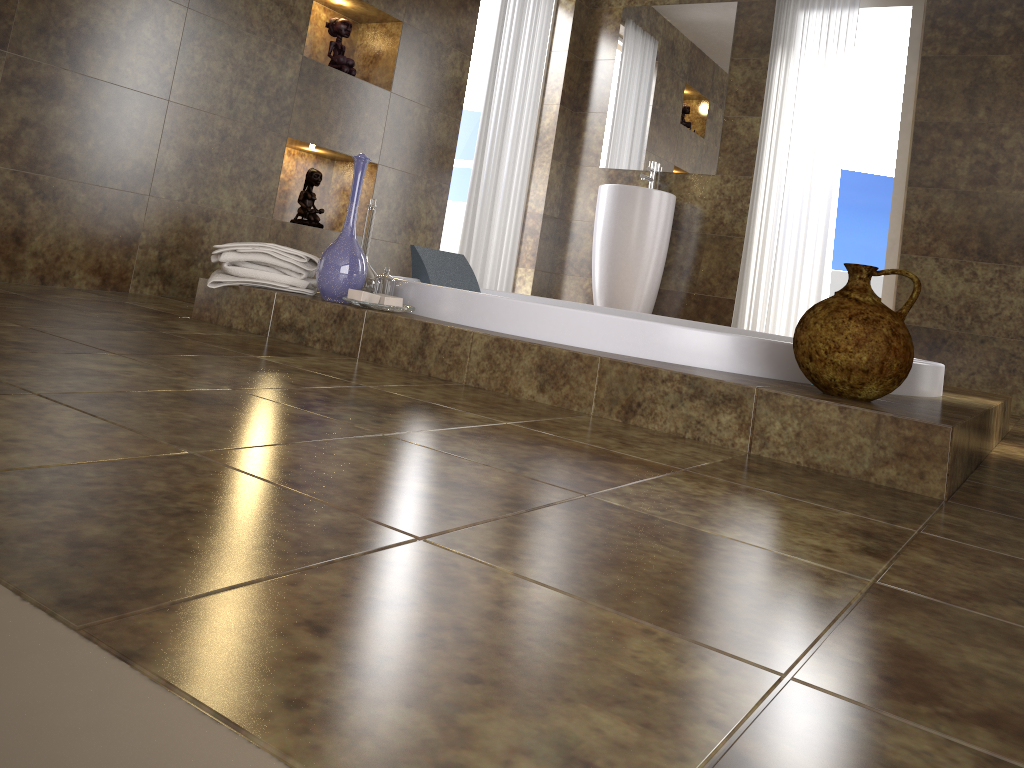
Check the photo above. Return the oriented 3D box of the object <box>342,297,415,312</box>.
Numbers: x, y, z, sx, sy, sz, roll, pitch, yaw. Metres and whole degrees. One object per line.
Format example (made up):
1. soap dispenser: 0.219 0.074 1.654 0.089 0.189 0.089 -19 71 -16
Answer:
1. object: -0.351 -0.205 2.281 0.192 0.018 0.187 11 7 21

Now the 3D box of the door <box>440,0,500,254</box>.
1. door: -0.357 -1.580 5.791 0.971 2.246 0.039 7 -6 22

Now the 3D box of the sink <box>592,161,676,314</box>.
1. sink: 0.687 -0.801 5.093 0.464 1.146 0.426 6 -6 35

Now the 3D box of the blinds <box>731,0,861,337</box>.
1. blinds: 1.598 -1.221 4.847 0.524 2.284 0.065 5 -7 32

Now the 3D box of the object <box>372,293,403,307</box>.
1. object: -0.340 -0.221 2.290 0.060 0.032 0.102 6 6 -43

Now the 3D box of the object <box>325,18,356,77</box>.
1. object: -0.791 -1.575 4.034 0.177 0.287 0.109 7 -5 32

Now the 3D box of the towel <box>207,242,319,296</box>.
1. towel: -0.733 -0.346 2.594 0.318 0.151 0.341 8 4 -13

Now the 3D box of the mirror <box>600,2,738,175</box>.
1. mirror: 0.968 -1.854 5.396 0.778 1.100 0.008 8 -6 32

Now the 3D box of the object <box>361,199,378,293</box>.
1. object: -0.430 -0.390 2.519 0.131 0.311 0.127 5 -6 40

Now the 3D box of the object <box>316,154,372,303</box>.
1. object: -0.447 -0.433 2.381 0.137 0.423 0.132 4 -7 40

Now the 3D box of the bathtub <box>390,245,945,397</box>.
1. bathtub: 0.430 -0.081 2.832 1.725 0.526 1.774 6 6 -27

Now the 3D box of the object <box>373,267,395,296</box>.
1. object: -0.361 -0.274 2.441 0.057 0.116 0.057 9 -4 -5

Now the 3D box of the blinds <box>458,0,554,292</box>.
1. blinds: -0.011 -1.488 5.015 0.068 2.296 0.584 5 -7 32

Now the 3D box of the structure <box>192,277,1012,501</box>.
1. structure: 0.431 -0.073 2.832 2.036 0.125 1.972 13 8 32

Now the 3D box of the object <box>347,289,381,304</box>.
1. object: -0.383 -0.224 2.236 0.054 0.034 0.072 11 4 33

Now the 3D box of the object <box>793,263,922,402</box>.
1. object: 0.699 -0.110 1.767 0.231 0.277 0.227 9 -1 4

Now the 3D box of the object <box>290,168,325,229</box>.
1. object: -0.909 -0.849 3.928 0.154 0.276 0.148 7 -4 33
